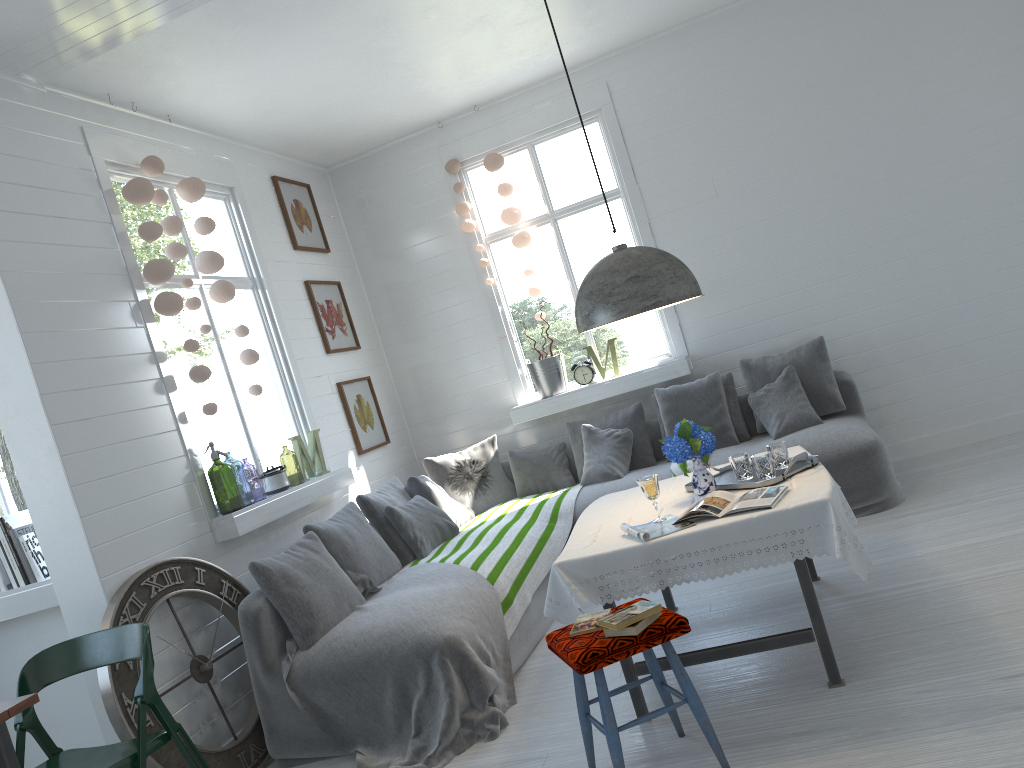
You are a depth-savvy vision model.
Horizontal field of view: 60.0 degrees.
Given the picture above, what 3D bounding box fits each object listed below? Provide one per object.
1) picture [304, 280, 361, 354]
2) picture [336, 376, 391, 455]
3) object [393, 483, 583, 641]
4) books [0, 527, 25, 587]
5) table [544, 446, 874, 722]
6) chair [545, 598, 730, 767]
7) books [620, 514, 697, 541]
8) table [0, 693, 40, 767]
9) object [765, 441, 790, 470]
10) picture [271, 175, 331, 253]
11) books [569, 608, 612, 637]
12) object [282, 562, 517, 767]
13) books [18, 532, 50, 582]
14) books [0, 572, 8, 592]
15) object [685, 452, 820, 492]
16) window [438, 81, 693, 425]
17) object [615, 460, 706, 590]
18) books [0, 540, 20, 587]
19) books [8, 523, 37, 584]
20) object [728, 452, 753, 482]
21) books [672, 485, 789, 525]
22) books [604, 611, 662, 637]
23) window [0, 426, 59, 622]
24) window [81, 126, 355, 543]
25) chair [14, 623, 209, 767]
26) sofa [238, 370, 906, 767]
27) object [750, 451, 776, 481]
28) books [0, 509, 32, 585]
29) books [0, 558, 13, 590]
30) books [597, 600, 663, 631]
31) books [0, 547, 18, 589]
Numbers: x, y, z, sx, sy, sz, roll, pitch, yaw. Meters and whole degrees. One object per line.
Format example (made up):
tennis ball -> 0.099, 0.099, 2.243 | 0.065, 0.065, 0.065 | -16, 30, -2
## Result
picture -> -1.415, -0.537, 7.037 | 0.036, 0.580, 0.554 | -17, 1, 16
picture -> -1.175, 0.241, 7.062 | 0.036, 0.580, 0.554 | -17, 1, 16
object -> -0.205, 1.233, 5.575 | 1.045, 0.473, 3.158 | -17, 1, 17
books -> -2.390, 0.805, 4.350 | 0.070, 0.353, 0.194 | -17, 2, 16
table -> 0.946, 0.860, 4.124 | 1.329, 0.725, 1.667 | -17, 1, 17
chair -> 0.436, 1.118, 3.141 | 0.418, 0.563, 0.419 | -18, 1, -14
books -> 0.598, 0.581, 3.659 | 0.228, 0.043, 0.300 | -17, 1, -10
table -> -2.438, 1.813, 2.841 | 1.697, 0.930, 1.169 | -17, 1, 14
object -> 1.233, 0.332, 4.094 | 0.096, 0.119, 0.095 | -16, 2, 40
picture -> -1.660, -1.329, 7.011 | 0.036, 0.580, 0.554 | -17, 1, 16
books -> 0.285, 0.860, 3.199 | 0.133, 0.012, 0.188 | -17, 1, 14
object -> -0.604, 1.302, 4.556 | 1.209, 0.925, 1.688 | -18, 1, -33
books -> -2.286, 0.832, 4.313 | 0.058, 0.240, 0.148 | -17, 2, 16
books -> -2.483, 0.858, 4.382 | 0.040, 0.305, 0.194 | -17, 2, 16
object -> 1.106, 0.395, 4.143 | 0.397, 0.092, 0.652 | -18, 1, -32
window -> 0.391, -1.034, 7.176 | 1.484, 2.399, 0.378 | -17, 2, 16
object -> 1.087, 0.725, 6.041 | 0.624, 0.833, 1.576 | -16, 2, 41
books -> -2.413, 0.810, 4.354 | 0.049, 0.355, 0.194 | -17, 2, 16
books -> -2.325, 0.821, 4.323 | 0.061, 0.283, 0.166 | -17, 2, 16
object -> 1.061, 0.385, 4.094 | 0.095, 0.119, 0.095 | -17, 1, 0
books -> 0.892, 0.484, 3.643 | 0.423, 0.049, 0.299 | -17, 1, 31
books -> 0.414, 0.813, 3.037 | 0.129, 0.030, 0.181 | -17, 1, 38
window -> -3.216, 0.121, 4.494 | 1.875, 2.399, 0.253 | -17, 2, 16
window -> -1.773, -0.341, 5.581 | 0.254, 2.399, 1.479 | -17, 2, 16
chair -> -1.623, 1.529, 3.444 | 0.652, 1.007, 0.729 | -17, 2, 16
sofa -> 0.672, 0.888, 5.464 | 3.412, 0.899, 3.388 | -17, 1, 16
object -> 1.122, 0.368, 3.943 | 0.096, 0.119, 0.095 | -16, 2, 40
books -> -2.362, 0.795, 4.343 | 0.063, 0.354, 0.204 | -17, 2, 16
books -> -2.449, 0.870, 4.340 | 0.057, 0.262, 0.137 | -17, 2, 16
books -> 0.402, 0.789, 3.037 | 0.188, 0.022, 0.133 | -18, 1, -23
books -> -2.418, 0.873, 4.329 | 0.054, 0.240, 0.121 | -17, 2, 16
